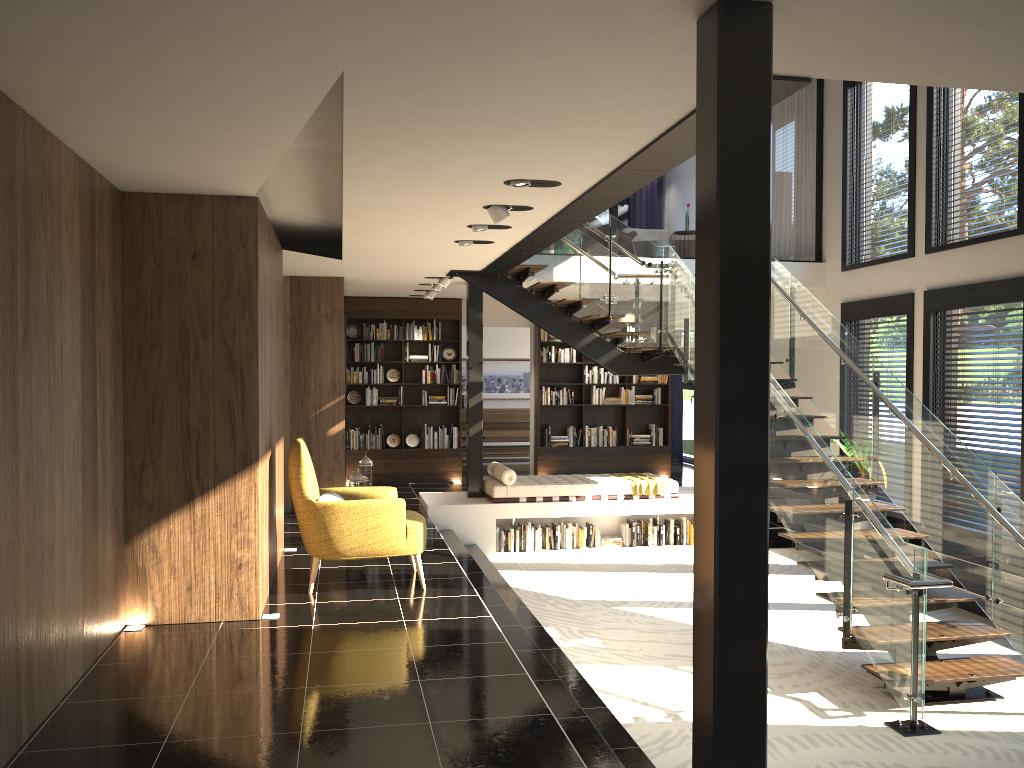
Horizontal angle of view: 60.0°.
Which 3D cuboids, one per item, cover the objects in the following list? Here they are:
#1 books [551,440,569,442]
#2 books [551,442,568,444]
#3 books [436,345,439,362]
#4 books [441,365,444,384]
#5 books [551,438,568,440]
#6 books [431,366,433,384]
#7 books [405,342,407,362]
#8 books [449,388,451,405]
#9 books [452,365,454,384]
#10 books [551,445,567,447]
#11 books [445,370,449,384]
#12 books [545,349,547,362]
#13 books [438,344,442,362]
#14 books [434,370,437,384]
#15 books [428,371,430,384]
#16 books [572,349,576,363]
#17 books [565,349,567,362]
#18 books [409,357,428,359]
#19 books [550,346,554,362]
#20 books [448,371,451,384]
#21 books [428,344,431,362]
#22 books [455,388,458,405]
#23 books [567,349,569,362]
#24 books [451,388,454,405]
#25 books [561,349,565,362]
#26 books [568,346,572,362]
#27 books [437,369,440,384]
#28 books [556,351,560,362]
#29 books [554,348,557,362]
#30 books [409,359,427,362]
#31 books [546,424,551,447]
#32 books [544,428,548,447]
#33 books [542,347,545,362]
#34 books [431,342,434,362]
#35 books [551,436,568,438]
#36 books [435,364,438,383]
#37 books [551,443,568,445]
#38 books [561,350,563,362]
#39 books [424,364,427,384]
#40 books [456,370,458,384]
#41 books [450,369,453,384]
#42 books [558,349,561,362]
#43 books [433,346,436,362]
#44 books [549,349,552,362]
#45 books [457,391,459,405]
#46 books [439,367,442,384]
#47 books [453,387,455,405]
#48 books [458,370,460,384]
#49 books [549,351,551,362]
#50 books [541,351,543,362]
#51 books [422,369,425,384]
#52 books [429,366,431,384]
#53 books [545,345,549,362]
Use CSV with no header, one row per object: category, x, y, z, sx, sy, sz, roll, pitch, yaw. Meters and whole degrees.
books,0.699,0.853,13.367,0.287,0.030,0.176,0,1,-13
books,0.697,0.881,13.381,0.271,0.025,0.156,0,1,-10
books,-1.103,-0.445,12.996,0.047,0.238,0.225,0,1,-11
books,-1.016,-0.144,12.967,0.037,0.277,0.179,0,1,-11
books,0.697,0.825,13.380,0.271,0.025,0.156,0,1,-10
books,-1.175,-0.132,12.926,0.021,0.253,0.167,0,1,-11
books,-1.545,-0.465,12.908,0.027,0.279,0.166,0,1,-11
books,-0.906,0.188,13.013,0.014,0.247,0.192,0,1,-11
books,-0.870,-0.145,13.002,0.018,0.278,0.114,0,1,-11
books,0.696,0.930,13.386,0.247,0.026,0.148,0,1,-12
books,-0.957,-0.104,12.999,0.060,0.196,0.119,0,1,-11
books,0.496,-0.424,13.281,0.021,0.207,0.102,0,1,-11
books,-1.061,-0.451,12.989,0.035,0.251,0.196,0,1,-11
books,-1.122,-0.103,12.930,0.032,0.195,0.183,0,1,-11
books,-1.215,-0.096,12.935,0.028,0.181,0.130,0,1,-11
books,0.920,-0.423,13.331,0.034,0.206,0.167,0,1,-11
books,0.796,-0.424,13.339,0.034,0.208,0.112,0,1,-11
books,-1.371,-0.374,12.958,0.266,0.030,0.209,0,1,-10
books,0.602,-0.443,13.297,0.034,0.245,0.127,0,1,-11
books,-0.912,-0.101,12.998,0.026,0.190,0.121,0,1,-11
books,-1.210,-0.458,12.972,0.023,0.264,0.218,0,1,-11
books,-0.824,0.184,13.019,0.047,0.253,0.210,0,1,-11
books,0.829,-0.426,13.333,0.028,0.211,0.133,0,1,-11
books,-0.889,0.182,13.059,0.038,0.257,0.138,0,1,-11
books,0.769,-0.426,13.324,0.025,0.211,0.126,0,1,-11
books,0.880,-0.444,13.358,0.032,0.247,0.114,0,1,-11
books,-1.076,-0.116,12.949,0.027,0.219,0.139,0,1,-11
books,0.689,-0.406,13.292,0.029,0.173,0.138,0,1,-11
books,0.643,-0.432,13.311,0.052,0.224,0.099,0,1,-11
books,-1.374,-0.342,12.972,0.239,0.033,0.176,0,1,-14
books,0.544,0.773,13.306,0.028,0.340,0.203,0,1,-11
books,0.509,0.808,13.345,0.025,0.270,0.156,0,1,-11
books,0.470,-0.435,13.282,0.030,0.230,0.103,0,1,-11
books,-1.172,-0.469,12.963,0.049,0.286,0.259,0,1,-11
books,0.699,0.800,13.369,0.257,0.024,0.167,0,1,-11
books,-1.101,-0.147,12.954,0.020,0.281,0.153,0,1,-11
books,0.699,0.905,13.370,0.258,0.024,0.167,0,1,-10
books,0.742,-0.417,13.310,0.032,0.194,0.120,0,1,-11
books,-1.262,-0.146,12.938,0.025,0.280,0.145,0,1,-11
books,-0.815,-0.106,13.009,0.023,0.200,0.121,0,1,-11
books,-0.886,-0.110,12.984,0.020,0.209,0.147,0,1,-11
books,0.710,-0.424,13.325,0.025,0.208,0.114,0,1,-11
books,-1.135,-0.443,12.972,0.025,0.235,0.232,0,1,-11
books,0.576,-0.418,13.288,0.021,0.196,0.103,0,1,-11
books,-0.796,0.209,13.054,0.021,0.204,0.169,0,1,-11
books,-1.053,-0.126,12.977,0.030,0.239,0.146,0,1,-11
books,-0.855,0.177,13.017,0.013,0.267,0.177,0,1,-11
books,-0.788,-0.104,12.998,0.026,0.196,0.170,0,1,-11
books,0.552,-0.404,13.279,0.030,0.168,0.125,0,1,-11
books,0.440,-0.409,13.262,0.037,0.178,0.109,0,1,-11
books,-1.292,-0.112,12.941,0.033,0.211,0.132,0,1,-11
books,-1.193,-0.132,12.932,0.014,0.253,0.169,0,1,-11
books,0.521,-0.447,13.286,0.029,0.255,0.128,0,1,-11
